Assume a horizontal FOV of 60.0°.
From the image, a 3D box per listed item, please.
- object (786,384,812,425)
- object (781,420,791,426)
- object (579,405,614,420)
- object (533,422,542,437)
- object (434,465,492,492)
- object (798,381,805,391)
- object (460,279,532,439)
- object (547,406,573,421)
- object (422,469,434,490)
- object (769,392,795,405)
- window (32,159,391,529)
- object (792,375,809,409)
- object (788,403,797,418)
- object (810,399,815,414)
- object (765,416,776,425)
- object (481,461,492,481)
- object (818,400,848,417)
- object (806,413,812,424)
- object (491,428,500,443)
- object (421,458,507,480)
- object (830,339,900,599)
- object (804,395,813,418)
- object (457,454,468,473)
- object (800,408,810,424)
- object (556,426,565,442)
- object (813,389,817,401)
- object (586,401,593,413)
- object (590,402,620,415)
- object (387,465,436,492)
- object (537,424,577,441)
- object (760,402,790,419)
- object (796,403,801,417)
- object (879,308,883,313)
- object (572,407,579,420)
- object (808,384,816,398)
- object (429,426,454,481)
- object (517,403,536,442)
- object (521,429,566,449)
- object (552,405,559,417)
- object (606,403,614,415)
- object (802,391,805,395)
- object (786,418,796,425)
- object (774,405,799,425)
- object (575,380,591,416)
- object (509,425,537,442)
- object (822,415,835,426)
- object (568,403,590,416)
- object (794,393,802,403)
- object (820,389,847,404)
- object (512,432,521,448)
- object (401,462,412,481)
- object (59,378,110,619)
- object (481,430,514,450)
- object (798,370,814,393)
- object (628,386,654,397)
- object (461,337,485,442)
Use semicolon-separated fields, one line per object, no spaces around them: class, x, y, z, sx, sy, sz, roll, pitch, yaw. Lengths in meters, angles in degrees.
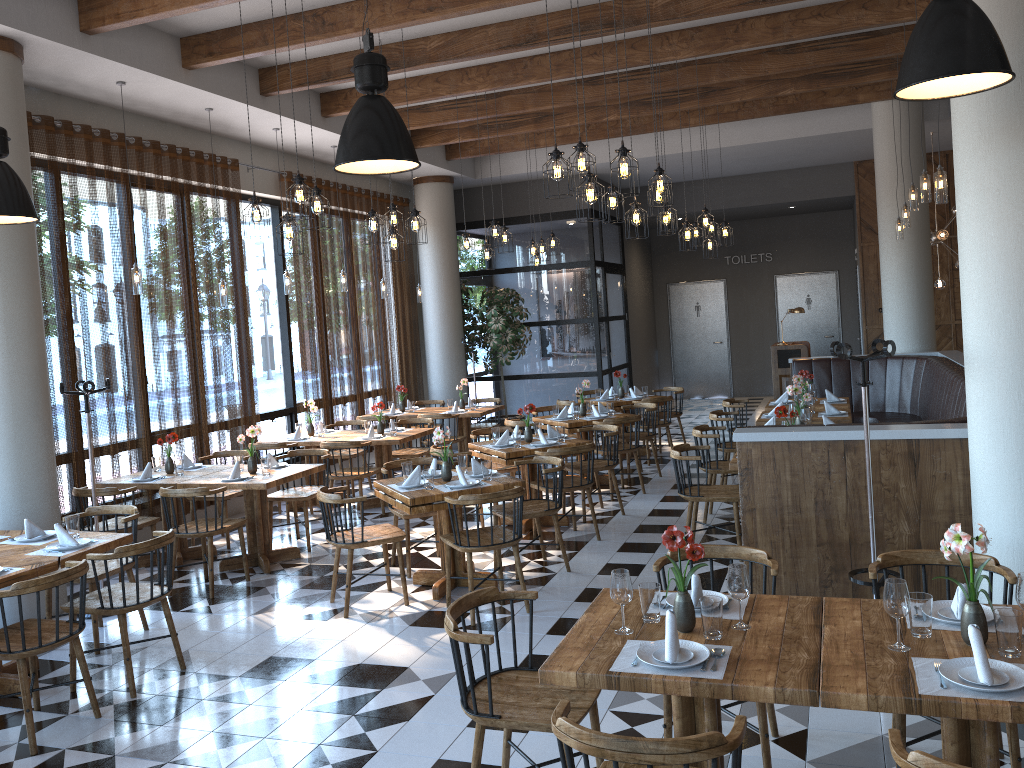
object;2.450;0.203;7.547;0.206;0.399;0.146;-3;2;23
object;2.077;0.384;6.692;0.081;0.215;0.081;-3;2;29
object;0.903;0.295;9.533;0.352;0.137;0.272;-6;4;-24
object;0.245;0.432;8.320;0.080;0.132;0.080;-3;3;25
object;-0.350;0.634;6.103;0.352;0.137;0.272;-6;4;-24
object;3.208;0.079;9.788;0.081;0.215;0.081;-4;2;12
object;-0.450;-0.394;13.828;1.634;2.588;1.382;-4;2;4
object;0.547;0.310;9.661;0.272;0.137;0.352;-6;4;-25
object;-0.569;0.655;6.057;0.080;0.132;0.080;-4;2;-5
object;2.955;0.142;9.697;0.271;0.137;0.353;-3;4;20
window;-3.496;-0.237;5.618;4.492;3.160;15.159;-4;4;-3
object;2.801;0.102;8.586;0.146;0.399;0.207;-3;3;28
object;2.462;0.280;7.746;0.081;0.215;0.081;-5;2;-16
object;2.930;0.221;8.673;0.080;0.132;0.080;-3;3;20
object;2.199;0.346;7.627;0.271;0.137;0.353;-3;4;20
object;-0.176;0.613;6.253;0.080;0.132;0.080;-5;3;-15
object;3.068;0.224;8.477;0.271;0.137;0.353;-3;4;20
object;2.553;0.323;7.640;0.080;0.132;0.080;-3;3;20
object;-0.148;0.472;8.136;0.080;0.132;0.080;-3;3;25
object;-0.415;0.609;6.496;0.583;0.137;0.578;-6;4;-25
object;1.811;0.608;4.470;0.374;1.656;0.375;-4;2;-2
object;2.809;0.210;8.378;0.081;0.215;0.081;-6;3;-39
object;-0.369;0.598;6.639;0.080;0.132;0.080;-5;3;-15
object;2.432;0.312;7.345;0.081;0.215;0.081;-5;2;-16
object;0.438;0.447;7.934;0.080;0.132;0.080;-3;3;25
object;3.308;0.119;9.708;0.080;0.132;0.080;-3;3;20
object;0.882;0.260;10.063;0.080;0.132;0.080;-2;3;35
object;1.026;0.260;9.890;0.272;0.137;0.352;-6;4;-25
object;-0.707;0.649;6.231;0.272;0.137;0.352;-6;4;-25
object;0.391;0.433;8.141;0.272;0.137;0.352;-6;4;-25
object;2.579;0.244;8.666;0.271;0.137;0.353;-3;4;20
object;2.732;0.248;8.496;0.080;0.132;0.080;-4;2;5
object;6.078;-0.399;14.173;0.374;1.656;0.375;-2;3;43
object;0.681;0.316;9.482;0.080;0.132;0.080;-2;3;35
object;3.187;0.107;9.414;0.081;0.215;0.081;-6;3;-39
object;-0.495;0.496;6.318;0.206;0.399;0.146;-2;3;40
object;0.143;0.352;7.986;0.156;0.354;0.171;-4;2;-14
object;0.267;0.467;7.784;0.352;0.137;0.272;-6;4;-24
object;0.489;0.300;9.880;0.080;0.132;0.080;-2;3;35
object;1.074;0.275;9.678;0.080;0.132;0.080;-2;3;35
object;3.110;0.146;9.531;0.080;0.132;0.080;-4;2;5
object;2.346;0.353;7.438;0.080;0.132;0.080;-3;3;25
object;2.024;0.331;6.514;0.171;0.354;0.156;-3;2;23
object;0.792;0.154;9.755;0.146;0.399;0.207;-3;3;32
object;0.034;0.448;8.269;0.352;0.137;0.272;-6;4;-24
object;2.688;0.327;7.437;0.271;0.137;0.353;-3;4;20
object;0.670;0.275;10.018;0.352;0.137;0.272;-6;4;-24
object;2.829;0.181;8.753;0.081;0.215;0.081;-4;2;12
object;3.444;0.122;9.507;0.271;0.137;0.353;-3;4;20
object;0.044;0.489;7.738;0.080;0.132;0.080;-2;3;35
object;-0.761;0.638;6.455;0.080;0.132;0.080;-4;2;-5
object;-2.988;0.801;6.337;0.374;1.656;0.375;-4;2;3
object;-0.089;0.482;7.912;0.272;0.137;0.352;-6;4;-25
object;3.196;0.022;9.613;0.156;0.354;0.171;-3;2;14
object;1.669;0.086;11.658;0.272;0.137;0.352;-6;4;-25
object;-0.534;0.137;13.057;0.374;1.656;0.375;-2;3;43
